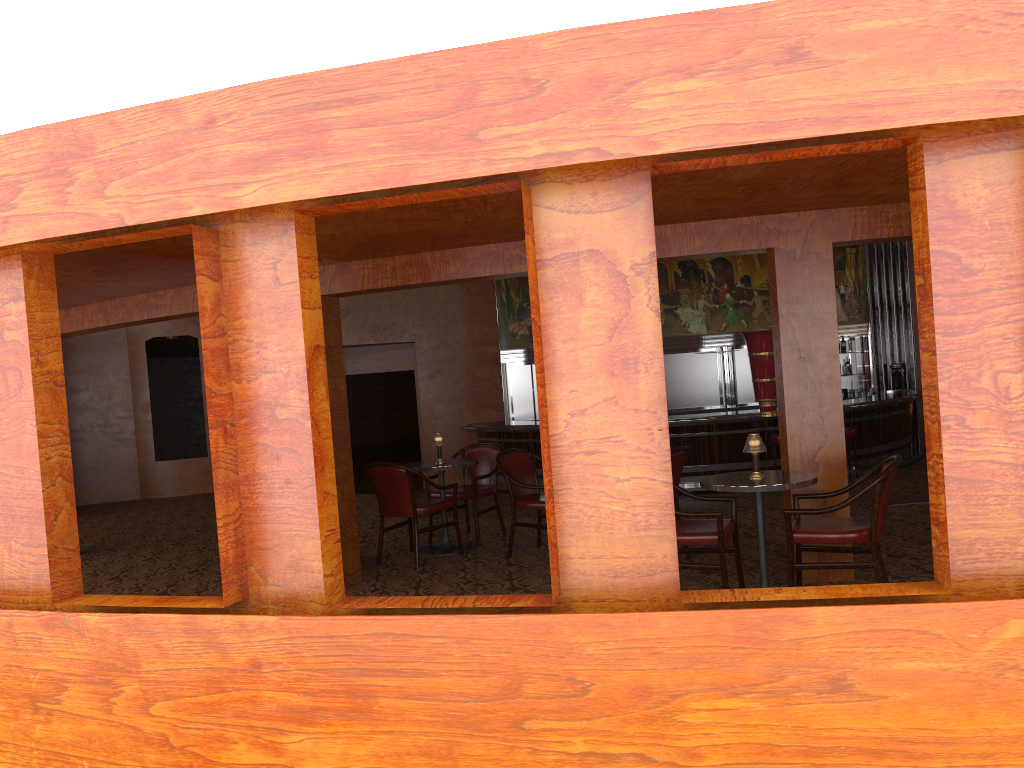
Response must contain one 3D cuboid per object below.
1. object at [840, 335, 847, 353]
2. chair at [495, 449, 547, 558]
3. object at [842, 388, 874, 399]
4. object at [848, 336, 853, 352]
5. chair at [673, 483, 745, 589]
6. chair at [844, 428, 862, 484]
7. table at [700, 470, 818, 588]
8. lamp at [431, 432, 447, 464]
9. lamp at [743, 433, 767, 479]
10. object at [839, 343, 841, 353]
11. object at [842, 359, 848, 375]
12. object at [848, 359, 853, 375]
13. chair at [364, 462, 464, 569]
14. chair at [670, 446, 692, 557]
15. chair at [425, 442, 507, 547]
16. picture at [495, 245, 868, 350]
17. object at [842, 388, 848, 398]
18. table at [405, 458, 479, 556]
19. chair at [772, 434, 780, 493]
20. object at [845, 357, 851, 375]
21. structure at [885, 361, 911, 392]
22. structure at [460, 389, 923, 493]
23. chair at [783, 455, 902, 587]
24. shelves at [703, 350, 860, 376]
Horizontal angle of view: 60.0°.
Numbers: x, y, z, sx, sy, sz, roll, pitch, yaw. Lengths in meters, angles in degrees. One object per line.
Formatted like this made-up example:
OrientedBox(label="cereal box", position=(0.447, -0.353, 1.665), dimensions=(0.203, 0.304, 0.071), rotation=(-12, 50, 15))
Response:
OrientedBox(label="object", position=(5.578, -0.669, 14.927), dimensions=(0.090, 0.293, 0.090), rotation=(-3, 2, 32))
OrientedBox(label="chair", position=(0.224, 0.908, 6.839), dimensions=(0.615, 0.817, 0.587), rotation=(-3, 1, 38))
OrientedBox(label="object", position=(5.376, 0.185, 15.011), dimensions=(1.425, 0.135, 0.403), rotation=(-4, 1, 4))
OrientedBox(label="object", position=(5.700, -0.674, 14.951), dimensions=(0.067, 0.283, 0.067), rotation=(-4, 1, 9))
OrientedBox(label="chair", position=(0.984, 0.870, 5.166), dimensions=(0.615, 0.817, 0.587), rotation=(-4, 1, 23))
OrientedBox(label="chair", position=(4.402, 0.967, 11.754), dimensions=(0.350, 0.756, 0.349), rotation=(-3, 2, 39))
OrientedBox(label="table", position=(1.411, 0.887, 5.008), dimensions=(0.640, 0.720, 0.639), rotation=(-4, 1, 27))
OrientedBox(label="lamp", position=(-0.601, 0.527, 7.327), dimensions=(0.130, 0.250, 0.130), rotation=(-4, 1, 6))
OrientedBox(label="lamp", position=(1.371, 0.404, 4.993), dimensions=(0.130, 0.250, 0.130), rotation=(-5, 2, -36))
OrientedBox(label="object", position=(5.537, -0.650, 15.092), dimensions=(0.090, 0.256, 0.090), rotation=(-4, 1, 4))
OrientedBox(label="object", position=(5.614, -0.283, 14.969), dimensions=(0.080, 0.272, 0.080), rotation=(-4, 1, 1))
OrientedBox(label="object", position=(5.753, -0.294, 15.106), dimensions=(0.080, 0.272, 0.080), rotation=(-4, 1, -4))
OrientedBox(label="chair", position=(-0.800, 0.985, 6.952), dimensions=(0.588, 0.817, 0.615), rotation=(-4, 1, 33))
OrientedBox(label="chair", position=(0.967, 0.857, 6.332), dimensions=(0.615, 0.817, 0.587), rotation=(-3, 1, 38))
OrientedBox(label="chair", position=(-0.362, 0.942, 7.737), dimensions=(0.588, 0.817, 0.615), rotation=(-4, 1, 33))
OrientedBox(label="picture", position=(2.864, -1.466, 14.859), dimensions=(6.254, 1.323, 0.001), rotation=(-4, 1, -2))
OrientedBox(label="object", position=(5.558, 0.160, 14.932), dimensions=(0.169, 0.156, 0.195), rotation=(-4, 1, 23))
OrientedBox(label="table", position=(-0.567, 1.011, 7.344), dimensions=(0.639, 0.720, 0.639), rotation=(-5, 1, -12))
OrientedBox(label="chair", position=(3.592, 1.031, 11.561), dimensions=(0.350, 0.756, 0.350), rotation=(-5, 1, -28))
OrientedBox(label="object", position=(5.683, -0.305, 15.017), dimensions=(0.078, 0.305, 0.078), rotation=(-4, 1, 11))
OrientedBox(label="structure", position=(6.343, -0.110, 14.618), dimensions=(0.360, 0.540, 0.280), rotation=(-4, 1, 18))
OrientedBox(label="structure", position=(3.106, 0.901, 13.303), dimensions=(7.810, 1.047, 3.206), rotation=(-4, 1, -2))
OrientedBox(label="chair", position=(1.832, 0.809, 4.869), dimensions=(0.615, 0.817, 0.587), rotation=(-4, 1, 23))
OrientedBox(label="shelves", position=(4.524, -0.338, 14.986), dimensions=(2.594, 0.568, 0.339), rotation=(-4, 1, -2))
